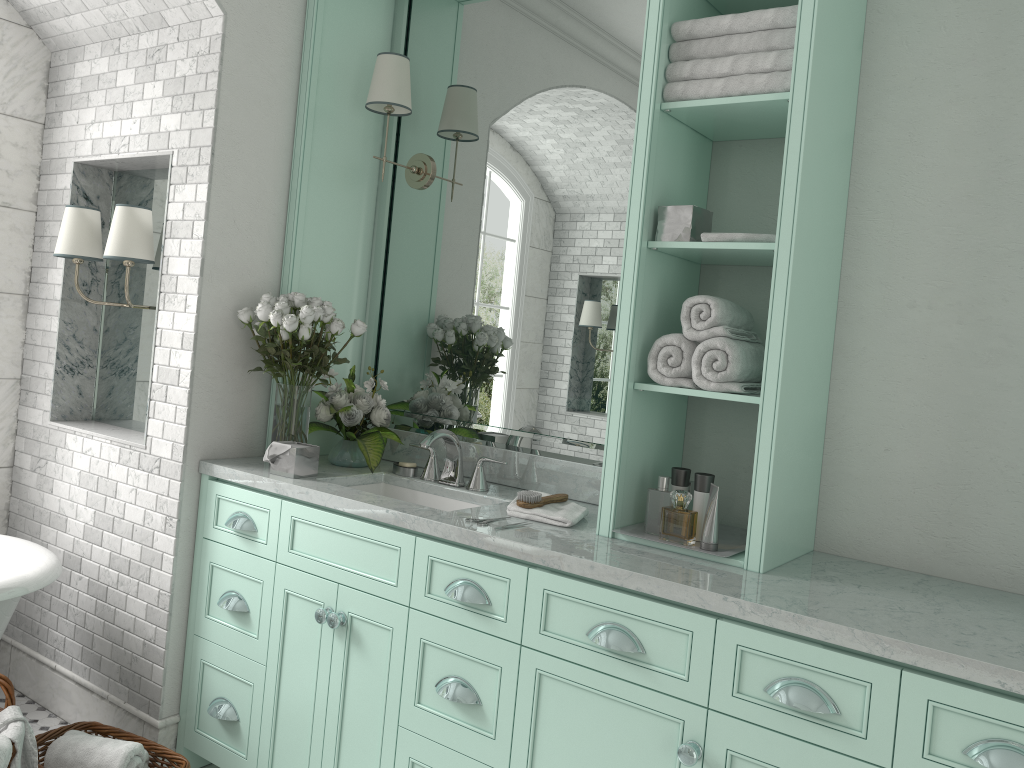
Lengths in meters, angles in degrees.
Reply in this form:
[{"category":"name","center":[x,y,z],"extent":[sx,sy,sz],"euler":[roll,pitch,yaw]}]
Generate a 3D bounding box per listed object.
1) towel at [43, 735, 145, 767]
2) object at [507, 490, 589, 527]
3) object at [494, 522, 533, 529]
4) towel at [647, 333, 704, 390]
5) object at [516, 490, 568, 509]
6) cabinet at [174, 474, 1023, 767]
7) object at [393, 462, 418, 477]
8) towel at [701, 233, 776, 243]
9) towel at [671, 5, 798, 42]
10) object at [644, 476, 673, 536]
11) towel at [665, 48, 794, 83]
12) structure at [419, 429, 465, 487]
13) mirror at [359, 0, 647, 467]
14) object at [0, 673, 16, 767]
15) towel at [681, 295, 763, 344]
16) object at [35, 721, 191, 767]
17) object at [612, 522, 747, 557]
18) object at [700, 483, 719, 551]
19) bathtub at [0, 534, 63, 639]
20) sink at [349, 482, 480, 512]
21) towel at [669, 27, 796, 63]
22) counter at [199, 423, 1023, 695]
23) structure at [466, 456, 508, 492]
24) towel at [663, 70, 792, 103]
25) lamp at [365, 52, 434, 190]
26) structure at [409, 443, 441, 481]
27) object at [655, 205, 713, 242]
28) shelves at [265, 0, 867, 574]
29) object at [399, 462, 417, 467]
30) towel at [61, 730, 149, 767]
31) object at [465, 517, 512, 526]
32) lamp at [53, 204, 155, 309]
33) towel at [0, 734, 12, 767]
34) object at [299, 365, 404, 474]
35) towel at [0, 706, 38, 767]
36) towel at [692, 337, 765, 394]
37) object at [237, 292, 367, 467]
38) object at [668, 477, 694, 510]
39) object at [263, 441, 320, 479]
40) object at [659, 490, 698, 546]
[{"category":"towel","center":[-1.276,1.185,2.711],"extent":[0.321,0.211,0.149],"euler":[6,1,18]},{"category":"object","center":[0.105,0.394,2.810],"extent":[0.317,0.056,0.239],"euler":[7,3,32]},{"category":"object","center":[0.002,0.413,2.587],"extent":[0.020,0.005,0.167],"euler":[8,4,39]},{"category":"towel","center":[0.534,-0.068,2.641],"extent":[0.153,0.163,0.310],"euler":[7,2,35]},{"category":"object","center":[0.106,0.364,2.832],"extent":[0.068,0.044,0.228],"euler":[7,3,44]},{"category":"cabinet","center":[0.173,1.018,2.728],"extent":[2.803,1.097,0.862],"euler":[7,2,35]},{"category":"object","center":[-0.405,0.323,3.355],"extent":[0.079,0.035,0.134],"euler":[4,3,-37]},{"category":"towel","center":[0.706,-0.405,2.549],"extent":[0.239,0.056,0.316],"euler":[7,3,32]},{"category":"towel","center":[0.759,-1.010,2.669],"extent":[0.401,0.062,0.494],"euler":[7,3,35]},{"category":"object","center":[0.435,0.353,2.580],"extent":[0.093,0.170,0.035],"euler":[6,1,35]},{"category":"towel","center":[0.745,-0.889,2.670],"extent":[0.401,0.068,0.493],"euler":[7,3,35]},{"category":"structure","center":[-0.239,0.263,3.154],"extent":[0.103,0.205,0.234],"euler":[6,2,24]},{"category":"mirror","center":[0.013,-0.726,3.347],"extent":[1.439,1.932,0.015],"euler":[6,1,35]},{"category":"object","center":[-1.609,1.135,2.350],"extent":[0.518,0.570,0.520],"euler":[5,2,-23]},{"category":"towel","center":[0.617,-0.183,2.606],"extent":[0.169,0.142,0.298],"euler":[7,3,35]},{"category":"object","center":[-1.308,1.297,2.796],"extent":[0.551,0.261,0.345],"euler":[7,2,26]},{"category":"object","center":[0.548,0.445,2.612],"extent":[0.350,0.008,0.438],"euler":[7,3,35]},{"category":"object","center":[0.551,0.367,2.443],"extent":[0.050,0.179,0.049],"euler":[6,1,37]},{"category":"bathtub","center":[-2.427,0.955,2.479],"extent":[0.943,0.757,2.163],"euler":[7,3,35]},{"category":"sink","center":[-0.348,0.433,3.042],"extent":[0.603,0.079,0.346],"euler":[7,3,35]},{"category":"towel","center":[0.758,-0.951,2.680],"extent":[0.401,0.068,0.494],"euler":[7,3,35]},{"category":"counter","center":[0.244,0.386,2.741],"extent":[2.813,0.181,0.823],"euler":[7,3,35]},{"category":"structure","center":[-0.084,0.320,3.152],"extent":[0.157,0.121,0.083],"euler":[6,1,19]},{"category":"towel","center":[0.737,-0.828,2.664],"extent":[0.401,0.068,0.493],"euler":[7,3,35]},{"category":"lamp","center":[-0.451,-1.033,3.516],"extent":[0.183,0.487,0.308],"euler":[6,1,34]},{"category":"structure","center":[-0.330,0.290,3.303],"extent":[0.157,0.121,0.083],"euler":[6,1,19]},{"category":"object","center":[0.505,-0.460,2.596],"extent":[0.118,0.105,0.122],"euler":[7,2,41]},{"category":"shelves","center":[0.408,-0.622,2.820],"extent":[2.815,2.123,0.464],"euler":[7,1,35]},{"category":"object","center":[-0.393,0.304,3.338],"extent":[0.051,0.022,0.077],"euler":[4,3,-34]},{"category":"towel","center":[-1.315,1.222,2.849],"extent":[0.313,0.186,0.164],"euler":[6,1,5]},{"category":"object","center":[-0.074,0.404,2.650],"extent":[0.075,0.007,0.175],"euler":[7,3,27]},{"category":"lamp","center":[-1.563,-0.500,3.519],"extent":[0.549,0.383,0.308],"euler":[7,2,35]},{"category":"towel","center":[-1.532,1.139,2.294],"extent":[0.485,0.438,0.399],"euler":[7,2,36]},{"category":"object","center":[-0.609,0.122,3.446],"extent":[0.453,0.402,0.393],"euler":[7,2,37]},{"category":"towel","center":[-1.555,1.156,2.368],"extent":[0.460,0.469,0.383],"euler":[5,1,-16]},{"category":"towel","center":[0.644,-0.052,2.559],"extent":[0.160,0.159,0.304],"euler":[7,3,35]},{"category":"object","center":[-0.801,-0.013,3.272],"extent":[0.391,0.653,0.357],"euler":[4,1,-43]},{"category":"object","center":[0.501,0.364,2.679],"extent":[0.093,0.151,0.035],"euler":[6,1,38]},{"category":"object","center":[-0.777,0.261,3.103],"extent":[0.136,0.113,0.146],"euler":[7,2,31]},{"category":"object","center":[0.472,0.372,2.501],"extent":[0.093,0.147,0.063],"euler":[6,1,40]}]
